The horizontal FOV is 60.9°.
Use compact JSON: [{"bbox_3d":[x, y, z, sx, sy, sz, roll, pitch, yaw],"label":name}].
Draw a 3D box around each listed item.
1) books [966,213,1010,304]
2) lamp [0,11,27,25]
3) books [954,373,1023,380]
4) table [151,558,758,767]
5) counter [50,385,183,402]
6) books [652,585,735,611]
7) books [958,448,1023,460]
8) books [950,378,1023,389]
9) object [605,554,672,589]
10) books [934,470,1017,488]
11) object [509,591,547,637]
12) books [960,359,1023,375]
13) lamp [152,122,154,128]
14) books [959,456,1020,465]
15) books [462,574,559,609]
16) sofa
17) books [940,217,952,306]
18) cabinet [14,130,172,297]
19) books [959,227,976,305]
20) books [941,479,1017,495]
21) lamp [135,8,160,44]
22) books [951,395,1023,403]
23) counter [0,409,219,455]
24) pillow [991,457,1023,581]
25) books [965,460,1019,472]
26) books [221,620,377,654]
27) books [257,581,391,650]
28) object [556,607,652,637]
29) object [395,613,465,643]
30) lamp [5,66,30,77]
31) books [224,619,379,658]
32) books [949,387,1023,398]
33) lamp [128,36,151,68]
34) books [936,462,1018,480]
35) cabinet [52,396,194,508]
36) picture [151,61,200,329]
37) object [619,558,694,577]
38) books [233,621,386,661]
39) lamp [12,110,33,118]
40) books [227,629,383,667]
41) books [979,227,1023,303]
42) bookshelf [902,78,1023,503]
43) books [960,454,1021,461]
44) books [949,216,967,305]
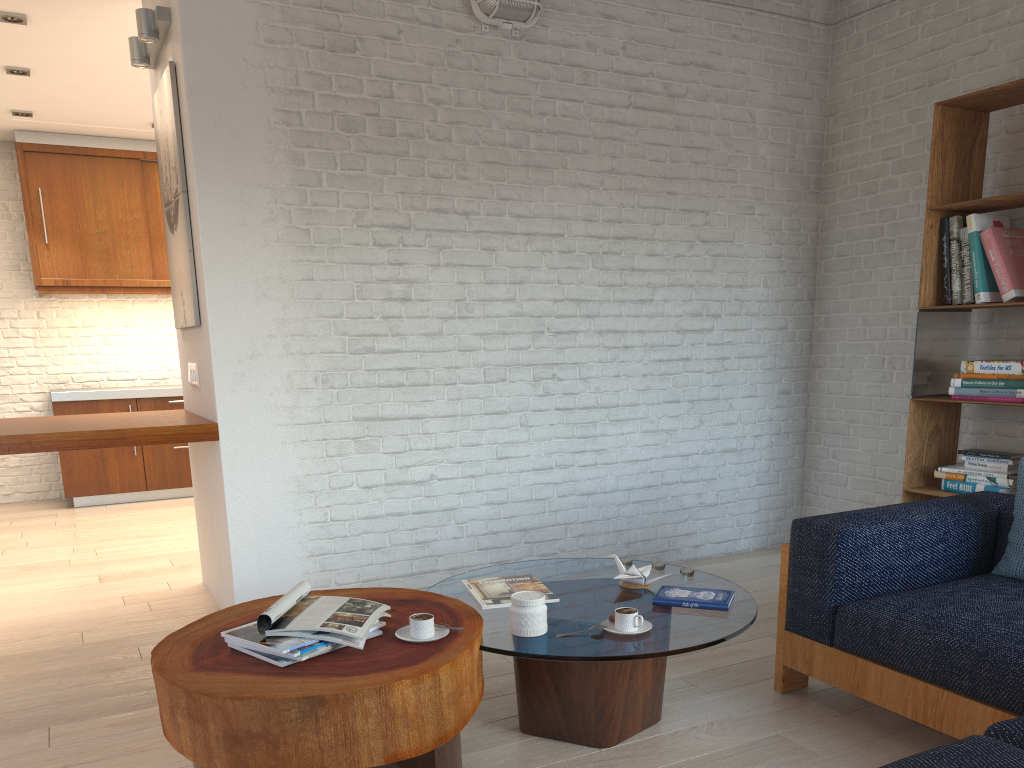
[{"bbox_3d":[2.094,-0.542,3.800,0.242,0.393,0.118,-6,13,-26],"label":"books"},{"bbox_3d":[-2.437,-1.802,4.247,0.123,0.057,0.121,-4,5,-27],"label":"lamp"},{"bbox_3d":[2.174,-0.035,3.795,0.270,0.021,0.349,-3,3,-29],"label":"books"},{"bbox_3d":[-0.114,0.894,2.713,1.822,0.460,1.054,-3,5,-21],"label":"table"},{"bbox_3d":[-1.519,0.071,6.422,3.310,0.072,3.457,-3,3,-27],"label":"counter"},{"bbox_3d":[0.572,0.673,2.740,0.231,0.023,0.159,0,3,21],"label":"books"},{"bbox_3d":[2.163,0.311,3.904,0.161,0.017,0.247,-3,3,-28],"label":"books"},{"bbox_3d":[2.158,-0.006,3.790,0.242,0.037,0.374,-3,3,-34],"label":"books"},{"bbox_3d":[0.421,0.632,2.936,0.194,0.094,0.182,-1,5,-2],"label":"object"},{"bbox_3d":[2.157,0.417,3.943,0.242,0.037,0.373,-3,3,-28],"label":"books"},{"bbox_3d":[0.046,0.653,2.481,0.108,0.111,0.105,-3,8,-11],"label":"object"},{"bbox_3d":[2.175,-0.074,3.778,0.253,0.057,0.320,-3,3,-25],"label":"books"},{"bbox_3d":[-2.553,-1.900,6.346,0.123,0.057,0.121,-4,5,-27],"label":"lamp"},{"bbox_3d":[2.177,0.336,3.926,0.169,0.019,0.233,-3,3,-35],"label":"books"},{"bbox_3d":[-0.012,0.684,2.887,0.252,0.011,0.311,-2,3,-15],"label":"books"},{"bbox_3d":[0.562,0.818,1.681,3.923,0.680,2.040,-3,4,-27],"label":"sofa"},{"bbox_3d":[2.031,-0.548,3.927,0.242,0.396,0.089,-6,13,-26],"label":"books"},{"bbox_3d":[-2.257,-1.352,7.437,3.319,1.202,0.449,-3,11,-27],"label":"cabinet"},{"bbox_3d":[2.097,-0.521,3.868,0.253,0.344,0.099,-6,13,-26],"label":"books"},{"bbox_3d":[2.160,0.465,3.932,0.254,0.057,0.319,-2,3,-17],"label":"books"},{"bbox_3d":[-1.454,-1.428,3.479,0.080,0.107,0.077,-1,9,1],"label":"lamp"},{"bbox_3d":[2.170,0.060,3.813,0.270,0.021,0.349,-3,3,-27],"label":"books"},{"bbox_3d":[-2.701,0.650,3.871,2.479,0.947,1.653,-3,6,-27],"label":"counter"},{"bbox_3d":[1.819,0.460,2.742,0.222,0.420,0.544,-7,8,-28],"label":"pillow"},{"bbox_3d":[2.174,0.363,3.924,0.131,0.035,0.202,-3,4,-28],"label":"books"},{"bbox_3d":[-0.567,0.650,2.336,0.251,0.011,0.313,1,3,37],"label":"books"},{"bbox_3d":[-0.503,0.633,2.378,0.273,0.112,0.314,-1,4,5],"label":"books"},{"bbox_3d":[0.273,0.676,2.455,0.268,0.059,0.152,-3,5,-34],"label":"object"},{"bbox_3d":[-0.232,0.655,2.365,0.173,0.057,0.144,-4,5,-38],"label":"object"},{"bbox_3d":[-2.865,-1.832,5.051,0.123,0.057,0.121,-4,5,-27],"label":"lamp"},{"bbox_3d":[-0.559,0.661,2.341,0.251,0.011,0.312,1,3,32],"label":"books"},{"bbox_3d":[2.159,0.031,3.811,0.242,0.037,0.373,-3,3,-32],"label":"books"},{"bbox_3d":[-1.618,-1.439,3.787,0.080,0.107,0.077,-1,9,1],"label":"lamp"},{"bbox_3d":[2.155,0.391,3.918,0.242,0.019,0.374,-3,3,-35],"label":"books"},{"bbox_3d":[-1.333,-0.486,6.704,4.762,2.917,2.210,2,9,27],"label":"cabinet"},{"bbox_3d":[-1.473,-0.764,3.808,0.020,1.046,0.639,-8,12,-28],"label":"picture"},{"bbox_3d":[0.520,0.653,3.128,0.299,0.028,0.067,1,5,39],"label":"object"},{"bbox_3d":[-0.540,0.671,2.346,0.251,0.011,0.312,1,3,32],"label":"books"},{"bbox_3d":[-3.344,-1.865,5.948,0.123,0.057,0.121,-4,5,-27],"label":"lamp"},{"bbox_3d":[-0.553,0.682,2.339,0.250,0.011,0.313,1,4,42],"label":"books"},{"bbox_3d":[2.158,-0.509,3.738,0.253,0.328,0.190,-6,11,-27],"label":"books"},{"bbox_3d":[2.300,-0.084,3.497,0.363,2.267,1.285,-8,12,-28],"label":"bookshelf"},{"bbox_3d":[2.174,0.323,3.915,0.155,0.008,0.238,-3,3,-28],"label":"books"},{"bbox_3d":[2.056,-0.548,3.898,0.242,0.396,0.089,-6,13,-26],"label":"books"}]
